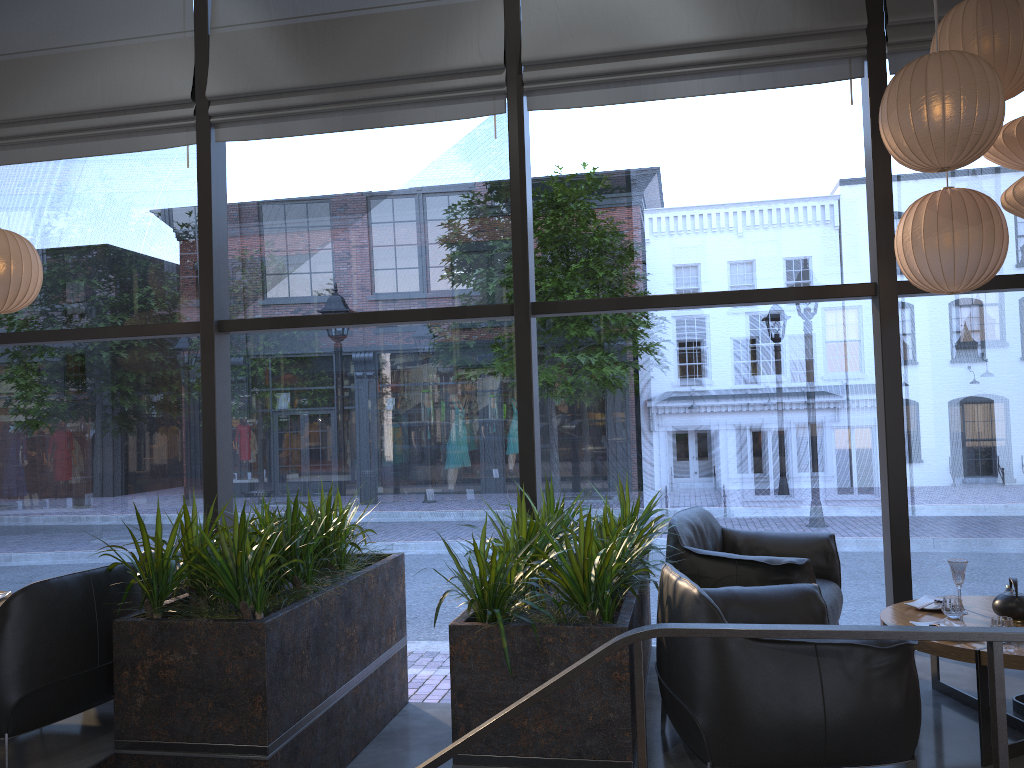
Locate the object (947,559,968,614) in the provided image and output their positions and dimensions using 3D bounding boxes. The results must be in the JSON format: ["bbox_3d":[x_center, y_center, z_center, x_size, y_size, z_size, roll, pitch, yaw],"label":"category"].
[{"bbox_3d":[1.957,0.886,3.882,0.082,0.227,0.082,-2,-2,-7],"label":"object"}]

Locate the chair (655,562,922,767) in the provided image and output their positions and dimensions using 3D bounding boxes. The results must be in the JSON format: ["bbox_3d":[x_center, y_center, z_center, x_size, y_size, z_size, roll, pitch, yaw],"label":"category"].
[{"bbox_3d":[0.978,1.068,3.356,0.833,0.743,1.030,-2,-2,-3],"label":"chair"}]

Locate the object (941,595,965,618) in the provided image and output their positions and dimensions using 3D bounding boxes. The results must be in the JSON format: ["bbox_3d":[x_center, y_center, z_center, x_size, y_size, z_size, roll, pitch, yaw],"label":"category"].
[{"bbox_3d":[1.889,0.956,3.800,0.086,0.086,0.086,0,-3,-41],"label":"object"}]

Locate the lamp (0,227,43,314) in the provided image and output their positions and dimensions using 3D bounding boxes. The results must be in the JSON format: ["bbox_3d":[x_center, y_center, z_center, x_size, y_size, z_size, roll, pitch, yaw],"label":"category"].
[{"bbox_3d":[-2.491,-2.088,1.789,0.468,3.124,6.999,-2,-2,-8],"label":"lamp"}]

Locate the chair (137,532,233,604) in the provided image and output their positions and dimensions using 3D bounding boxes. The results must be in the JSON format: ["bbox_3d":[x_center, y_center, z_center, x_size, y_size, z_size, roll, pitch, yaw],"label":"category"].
[{"bbox_3d":[-1.939,1.230,5.126,0.833,0.743,1.030,-2,-2,-3],"label":"chair"}]

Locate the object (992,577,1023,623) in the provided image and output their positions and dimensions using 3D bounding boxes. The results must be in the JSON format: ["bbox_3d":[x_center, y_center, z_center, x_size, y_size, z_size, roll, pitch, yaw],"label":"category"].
[{"bbox_3d":[2.103,0.899,3.722,0.163,0.179,0.168,-1,-2,-23],"label":"object"}]

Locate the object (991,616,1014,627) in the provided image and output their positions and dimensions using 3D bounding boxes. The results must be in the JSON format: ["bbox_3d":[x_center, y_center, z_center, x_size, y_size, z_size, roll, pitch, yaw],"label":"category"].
[{"bbox_3d":[1.881,0.941,3.402,0.086,0.086,0.086,-2,-2,15],"label":"object"}]

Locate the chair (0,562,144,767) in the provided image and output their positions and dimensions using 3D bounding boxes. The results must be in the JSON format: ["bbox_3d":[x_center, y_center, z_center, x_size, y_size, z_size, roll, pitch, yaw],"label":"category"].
[{"bbox_3d":[-2.164,1.194,3.964,0.833,0.743,1.030,-3,-2,18],"label":"chair"}]

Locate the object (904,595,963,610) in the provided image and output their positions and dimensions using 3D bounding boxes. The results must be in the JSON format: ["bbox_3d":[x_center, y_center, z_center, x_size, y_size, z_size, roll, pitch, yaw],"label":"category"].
[{"bbox_3d":[1.887,0.994,3.990,0.294,0.025,0.170,0,-3,-43],"label":"object"}]

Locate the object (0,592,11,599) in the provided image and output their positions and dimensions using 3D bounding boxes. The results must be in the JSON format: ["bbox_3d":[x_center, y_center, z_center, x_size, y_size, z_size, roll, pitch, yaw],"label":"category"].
[{"bbox_3d":[-2.899,1.184,4.868,0.170,0.025,0.294,-2,-2,-9],"label":"object"}]

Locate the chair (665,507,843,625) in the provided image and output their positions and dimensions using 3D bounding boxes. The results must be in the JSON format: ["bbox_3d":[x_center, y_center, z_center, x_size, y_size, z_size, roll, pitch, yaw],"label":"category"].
[{"bbox_3d":[1.232,1.027,4.557,0.833,0.743,1.030,-3,-2,25],"label":"chair"}]

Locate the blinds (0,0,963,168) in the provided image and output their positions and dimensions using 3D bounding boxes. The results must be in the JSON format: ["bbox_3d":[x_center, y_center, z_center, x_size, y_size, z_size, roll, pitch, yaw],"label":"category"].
[{"bbox_3d":[-5.916,-2.552,3.135,17.610,2.314,8.760,0,-3,-35],"label":"blinds"}]

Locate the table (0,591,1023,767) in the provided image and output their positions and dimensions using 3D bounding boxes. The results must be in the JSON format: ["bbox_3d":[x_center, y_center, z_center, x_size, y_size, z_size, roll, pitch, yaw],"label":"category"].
[{"bbox_3d":[-2.446,1.545,1.638,10.659,0.968,6.876,-2,-2,12],"label":"table"}]

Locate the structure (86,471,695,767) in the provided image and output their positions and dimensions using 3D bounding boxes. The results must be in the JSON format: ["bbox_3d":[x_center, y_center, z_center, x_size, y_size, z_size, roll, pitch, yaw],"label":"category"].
[{"bbox_3d":[-5.671,1.298,0.786,15.715,1.608,4.306,0,-3,-40],"label":"structure"}]

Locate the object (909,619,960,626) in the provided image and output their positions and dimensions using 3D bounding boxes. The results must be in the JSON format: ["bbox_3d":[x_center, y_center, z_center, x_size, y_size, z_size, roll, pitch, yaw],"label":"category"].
[{"bbox_3d":[1.740,0.981,3.523,0.170,0.025,0.294,-2,-2,-9],"label":"object"}]
